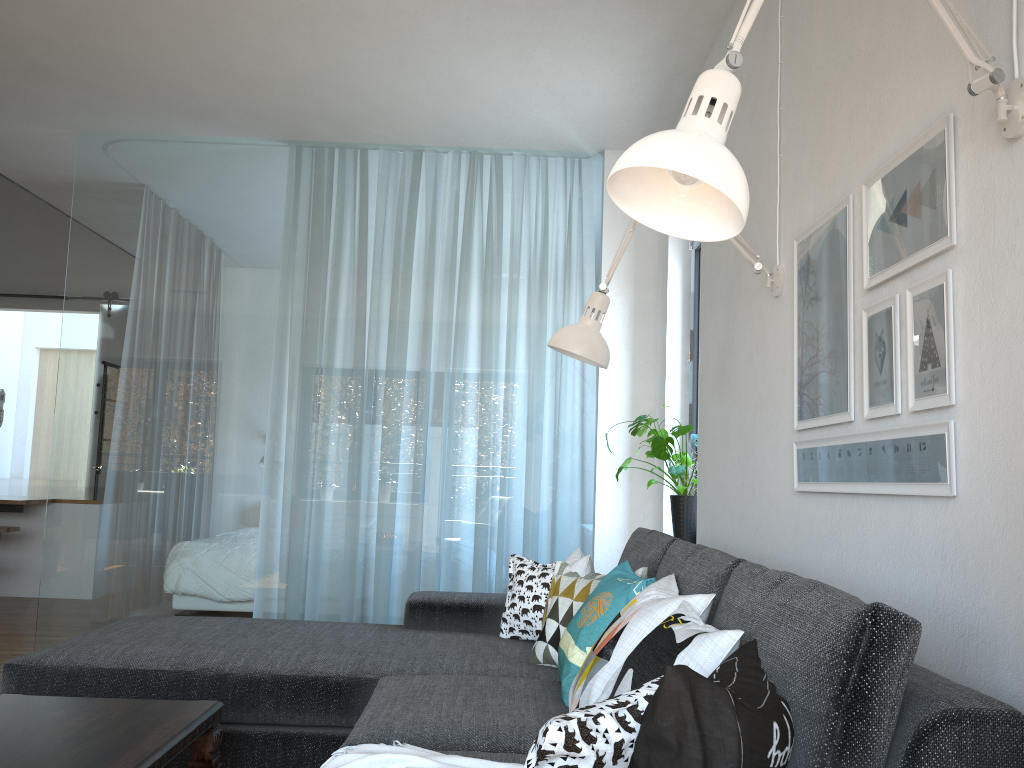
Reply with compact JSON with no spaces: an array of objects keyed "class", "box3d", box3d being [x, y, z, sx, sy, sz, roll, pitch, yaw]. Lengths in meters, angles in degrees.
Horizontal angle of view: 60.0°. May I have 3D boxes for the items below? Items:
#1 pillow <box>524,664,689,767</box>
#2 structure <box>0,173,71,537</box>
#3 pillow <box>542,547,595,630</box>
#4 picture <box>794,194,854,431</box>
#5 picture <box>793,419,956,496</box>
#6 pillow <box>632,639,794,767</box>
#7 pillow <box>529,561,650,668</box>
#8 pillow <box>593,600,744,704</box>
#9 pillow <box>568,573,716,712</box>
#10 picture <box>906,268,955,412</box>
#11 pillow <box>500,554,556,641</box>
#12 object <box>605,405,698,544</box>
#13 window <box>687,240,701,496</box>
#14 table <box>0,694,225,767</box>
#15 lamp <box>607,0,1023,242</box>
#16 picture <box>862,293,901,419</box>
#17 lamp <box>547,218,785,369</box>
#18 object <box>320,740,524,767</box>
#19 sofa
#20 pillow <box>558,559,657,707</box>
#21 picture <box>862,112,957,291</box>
[{"class":"pillow","box3d":[0.116,0.565,1.246,0.169,0.312,0.358,-3,-8,40]},{"class":"structure","box3d":[-4.477,-0.447,5.636,2.685,4.125,4.588,2,-6,-1]},{"class":"pillow","box3d":[0.187,0.716,2.904,0.173,0.343,0.360,2,-6,-1]},{"class":"picture","box3d":[0.782,-0.160,2.241,0.013,0.533,0.390,2,-6,-1]},{"class":"picture","box3d":[0.776,0.176,1.980,0.021,0.136,0.838,2,-6,-1]},{"class":"pillow","box3d":[0.296,0.562,1.306,0.234,0.358,0.450,-1,-7,25]},{"class":"pillow","box3d":[0.262,0.713,2.669,0.243,0.362,0.454,6,-7,-34]},{"class":"pillow","box3d":[0.266,0.586,1.651,0.265,0.317,0.382,2,-6,-1]},{"class":"pillow","box3d":[0.267,0.629,1.994,0.285,0.368,0.437,2,-6,-1]},{"class":"picture","box3d":[0.789,-0.077,1.667,0.021,0.248,0.166,2,-6,-1]},{"class":"pillow","box3d":[0.092,0.764,3.119,0.334,0.319,0.160,-2,-7,35]},{"class":"object","box3d":[0.660,0.417,3.947,0.447,0.674,0.658,3,-6,-10]},{"class":"window","box3d":[13.492,3.201,9.210,24.374,18.345,13.996,1,-6,5]},{"class":"table","box3d":[-1.002,0.924,1.630,0.570,0.408,1.181,2,-6,-1]},{"class":"lamp","box3d":[0.488,-0.533,1.307,0.698,0.669,0.200,3,-6,-10]},{"class":"picture","box3d":[0.786,-0.054,1.879,0.021,0.248,0.166,2,-6,-1]},{"class":"lamp","box3d":[0.465,-0.377,2.734,0.698,0.669,0.201,1,-6,8]},{"class":"object","box3d":[-0.123,0.750,1.551,0.606,0.212,0.489,3,-6,-5]},{"class":"sofa","box3d":[-0.386,0.796,2.167,2.163,0.846,2.512,2,-6,-1]},{"class":"pillow","box3d":[0.259,0.651,2.344,0.273,0.340,0.415,2,-6,-1]},{"class":"picture","box3d":[0.798,-0.352,1.795,0.021,0.248,0.390,2,-6,-1]}]
